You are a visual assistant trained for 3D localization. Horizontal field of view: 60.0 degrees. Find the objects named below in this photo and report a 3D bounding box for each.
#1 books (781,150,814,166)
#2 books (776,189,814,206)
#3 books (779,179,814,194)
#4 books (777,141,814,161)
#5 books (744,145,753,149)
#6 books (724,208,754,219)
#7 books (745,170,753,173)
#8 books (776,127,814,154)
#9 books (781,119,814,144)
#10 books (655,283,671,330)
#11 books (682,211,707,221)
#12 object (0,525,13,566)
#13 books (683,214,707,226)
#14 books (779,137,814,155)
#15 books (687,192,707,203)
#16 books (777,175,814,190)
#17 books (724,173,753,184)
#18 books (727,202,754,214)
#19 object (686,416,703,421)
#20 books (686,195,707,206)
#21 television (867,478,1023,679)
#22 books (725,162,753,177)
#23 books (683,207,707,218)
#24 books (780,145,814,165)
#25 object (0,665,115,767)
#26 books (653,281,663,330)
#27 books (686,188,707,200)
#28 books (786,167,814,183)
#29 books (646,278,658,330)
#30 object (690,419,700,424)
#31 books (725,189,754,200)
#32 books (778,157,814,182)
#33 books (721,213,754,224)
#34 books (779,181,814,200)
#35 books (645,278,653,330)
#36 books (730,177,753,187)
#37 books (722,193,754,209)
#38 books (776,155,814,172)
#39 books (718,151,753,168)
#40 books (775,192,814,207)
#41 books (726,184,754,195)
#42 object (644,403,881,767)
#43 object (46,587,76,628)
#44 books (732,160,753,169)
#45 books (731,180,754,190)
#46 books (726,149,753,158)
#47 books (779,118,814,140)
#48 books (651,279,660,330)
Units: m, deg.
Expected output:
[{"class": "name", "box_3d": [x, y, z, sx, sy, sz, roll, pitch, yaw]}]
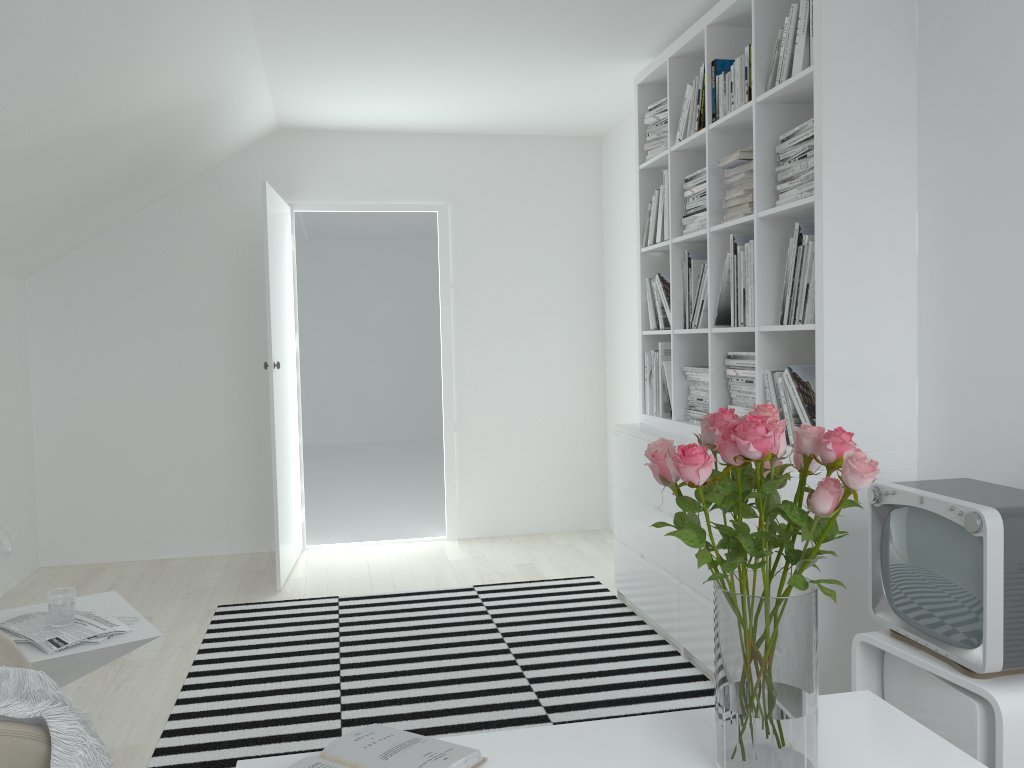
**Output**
[{"class": "books", "box_3d": [0.978, -0.708, 2.777, 0.159, 0.012, 0.285, -2, 3, -6]}, {"class": "books", "box_3d": [0.984, -0.589, 2.788, 0.182, 0.016, 0.288, -2, 3, -11]}, {"class": "books", "box_3d": [0.979, -0.626, 2.797, 0.161, 0.013, 0.254, -2, 3, -11]}, {"class": "books", "box_3d": [0.978, -0.736, 2.794, 0.167, 0.017, 0.263, -2, 3, -11]}, {"class": "books", "box_3d": [0.937, -0.830, 3.174, 0.254, 0.012, 0.161, -2, 3, -11]}, {"class": "books", "box_3d": [0.933, -0.607, 3.174, 0.288, 0.016, 0.182, -2, 3, -16]}, {"class": "books", "box_3d": [0.945, -0.746, 3.182, 0.256, 0.013, 0.161, -2, 3, -6]}, {"class": "books", "box_3d": [0.977, -0.768, 2.777, 0.176, 0.025, 0.331, -2, 3, -6]}, {"class": "books", "box_3d": [0.967, -0.787, 2.772, 0.159, 0.012, 0.285, -1, 3, -1]}, {"class": "books", "box_3d": [0.725, -0.346, 3.909, 0.161, 0.213, 0.118, -2, 3, -11]}, {"class": "books", "box_3d": [0.852, -0.674, 3.548, 0.232, 0.014, 0.308, -2, 3, -14]}, {"class": "object", "box_3d": [-1.379, 0.488, 2.268, 0.185, 0.279, 0.185, -2, 3, -18]}, {"class": "books", "box_3d": [0.852, -0.659, 3.543, 0.232, 0.014, 0.314, -2, 3, -12]}, {"class": "books", "box_3d": [0.976, -0.750, 2.790, 0.161, 0.013, 0.254, -2, 3, -11]}, {"class": "books", "box_3d": [0.827, -0.746, 3.526, 0.159, 0.012, 0.285, -2, 3, -11]}, {"class": "books", "box_3d": [0.995, -0.639, 2.791, 0.182, 0.016, 0.288, -2, 3, -16]}, {"class": "books", "box_3d": [0.925, -0.733, 3.170, 0.285, 0.012, 0.159, -2, 3, -11]}, {"class": "books", "box_3d": [0.934, -0.626, 3.178, 0.273, 0.021, 0.174, -2, 3, -11]}, {"class": "object", "box_3d": [0.834, 0.142, 3.590, 0.159, 0.012, 0.285, -2, 3, -11]}, {"class": "books", "box_3d": [0.819, -0.734, 3.536, 0.161, 0.012, 0.254, -2, 3, -11]}, {"class": "television", "box_3d": [1.058, 0.435, 2.058, 0.273, 0.374, 0.414, -2, 3, -11]}, {"class": "books", "box_3d": [0.930, -0.762, 3.175, 0.273, 0.021, 0.174, -2, 3, -21]}, {"class": "books", "box_3d": [0.860, -0.687, 3.546, 0.251, 0.012, 0.312, -2, 3, -11]}, {"class": "books", "box_3d": [0.967, -0.721, 2.797, 0.161, 0.013, 0.256, -1, 3, -1]}, {"class": "object", "box_3d": [-1.142, 0.602, 1.509, 0.954, 0.789, 0.784, -3, 3, -31]}, {"class": "books", "box_3d": [0.723, -0.350, 3.948, 0.161, 0.218, 0.101, -2, 3, -11]}, {"class": "books", "box_3d": [0.814, -0.759, 3.545, 0.161, 0.013, 0.256, -2, 3, -6]}, {"class": "books", "box_3d": [0.995, -0.655, 2.780, 0.182, 0.016, 0.288, -1, 3, -1]}, {"class": "books", "box_3d": [0.704, -0.362, 4.006, 0.172, 0.235, 0.112, -2, 3, -11]}, {"class": "object", "box_3d": [0.842, 0.155, 3.577, 0.161, 0.012, 0.254, -2, 3, -11]}, {"class": "books", "box_3d": [0.928, -0.672, 3.158, 0.288, 0.016, 0.182, -2, 3, -6]}, {"class": "books", "box_3d": [0.979, -0.675, 2.781, 0.180, 0.028, 0.296, -2, 3, -6]}, {"class": "books", "box_3d": [0.925, -0.592, 3.189, 0.288, 0.016, 0.182, -2, 3, -11]}, {"class": "books", "box_3d": [0.979, -0.608, 2.788, 0.174, 0.021, 0.273, -2, 3, -6]}, {"class": "books", "box_3d": [0.706, -0.366, 4.051, 0.172, 0.239, 0.093, -2, 3, -11]}, {"class": "books", "box_3d": [0.935, -0.721, 3.179, 0.254, 0.012, 0.161, -2, 3, -21]}, {"class": "books", "box_3d": [0.930, -0.650, 3.174, 0.296, 0.028, 0.180, -2, 3, -21]}, {"class": "books", "box_3d": [0.971, -0.696, 2.788, 0.161, 0.012, 0.254, -2, 3, -16]}, {"class": "books", "box_3d": [0.927, -0.797, 3.167, 0.331, 0.025, 0.176, -2, 3, -11]}, {"class": "books", "box_3d": [0.970, -0.572, 2.781, 0.182, 0.016, 0.288, -2, 3, -6]}, {"class": "books", "box_3d": [0.939, -0.688, 3.159, 0.288, 0.016, 0.182, -2, 3, -21]}, {"class": "object", "box_3d": [0.399, 0.331, 1.467, 0.350, 0.599, 0.327, -1, 3, 9]}, {"class": "object", "box_3d": [-1.136, 0.565, 2.240, 0.067, 0.087, 0.067, -2, 3, -14]}, {"class": "books", "box_3d": [0.940, -0.779, 3.171, 0.254, 0.013, 0.161, -2, 3, -16]}, {"class": "books", "box_3d": [0.944, -0.706, 3.173, 0.263, 0.017, 0.167, -2, 3, -16]}, {"class": "books", "box_3d": [0.922, -0.817, 3.175, 0.285, 0.012, 0.159, -2, 3, -6]}, {"class": "books", "box_3d": [0.969, -0.801, 2.787, 0.161, 0.012, 0.254, -2, 3, -6]}, {"class": "books", "box_3d": [0.713, -0.358, 3.975, 0.152, 0.232, 0.104, -2, 3, -11]}]
